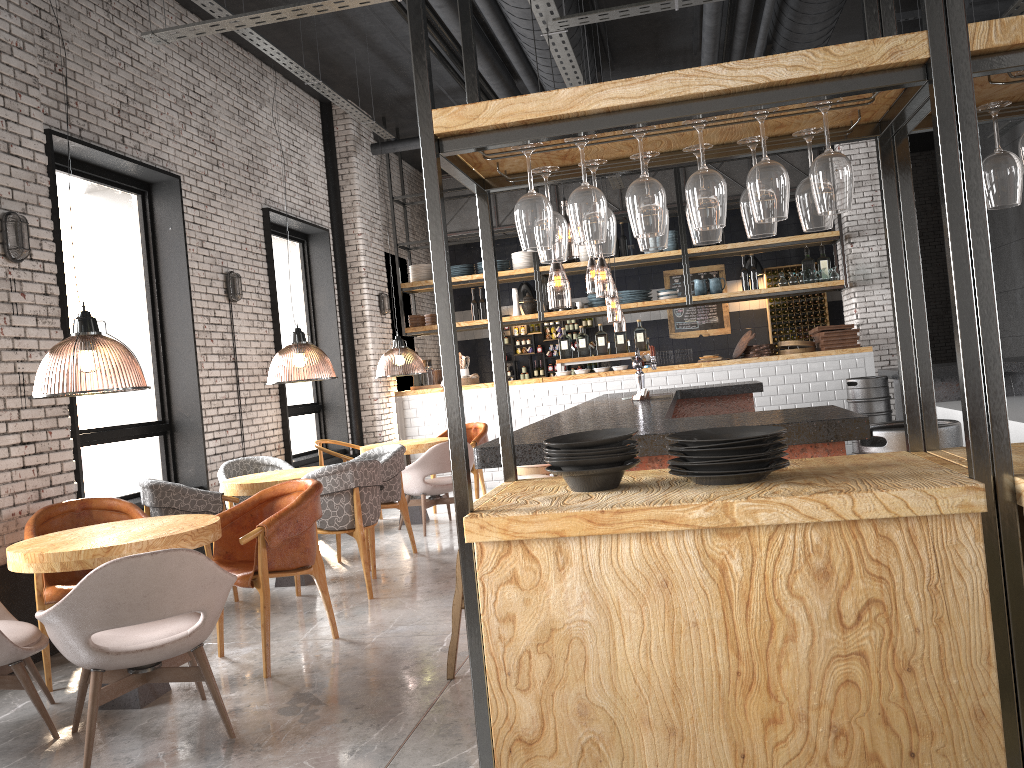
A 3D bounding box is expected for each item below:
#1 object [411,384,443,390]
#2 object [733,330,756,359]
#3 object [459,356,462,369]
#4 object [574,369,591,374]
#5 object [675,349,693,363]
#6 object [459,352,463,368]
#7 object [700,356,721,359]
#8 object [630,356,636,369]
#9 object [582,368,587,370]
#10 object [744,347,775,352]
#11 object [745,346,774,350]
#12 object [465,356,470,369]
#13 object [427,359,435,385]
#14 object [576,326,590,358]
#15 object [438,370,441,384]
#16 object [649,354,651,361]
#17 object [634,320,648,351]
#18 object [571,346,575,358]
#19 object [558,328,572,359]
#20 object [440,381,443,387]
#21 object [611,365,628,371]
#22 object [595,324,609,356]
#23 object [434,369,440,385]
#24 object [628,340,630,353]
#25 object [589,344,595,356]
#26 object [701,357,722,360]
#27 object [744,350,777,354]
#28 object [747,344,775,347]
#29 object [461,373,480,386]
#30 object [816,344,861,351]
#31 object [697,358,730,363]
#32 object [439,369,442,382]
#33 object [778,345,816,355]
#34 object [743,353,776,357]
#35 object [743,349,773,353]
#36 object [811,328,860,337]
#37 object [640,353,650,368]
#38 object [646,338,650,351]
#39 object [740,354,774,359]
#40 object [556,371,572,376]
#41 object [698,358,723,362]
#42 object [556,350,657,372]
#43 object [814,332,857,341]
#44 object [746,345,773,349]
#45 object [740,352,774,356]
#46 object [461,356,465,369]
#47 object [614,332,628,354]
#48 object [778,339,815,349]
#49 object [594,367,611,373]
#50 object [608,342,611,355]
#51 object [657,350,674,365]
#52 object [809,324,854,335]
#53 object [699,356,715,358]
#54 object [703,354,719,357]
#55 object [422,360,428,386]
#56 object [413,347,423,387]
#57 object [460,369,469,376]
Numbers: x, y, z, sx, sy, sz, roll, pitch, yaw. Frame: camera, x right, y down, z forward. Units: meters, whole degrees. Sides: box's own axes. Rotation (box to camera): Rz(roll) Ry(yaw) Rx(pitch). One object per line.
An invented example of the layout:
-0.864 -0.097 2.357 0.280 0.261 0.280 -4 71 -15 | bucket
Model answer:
-1.084 0.040 11.733 0.411 0.050 0.411 -5 0 10 | object
2.823 -0.478 10.814 0.242 0.338 0.488 -6 0 -3 | object
-0.669 -0.189 11.644 0.087 0.356 0.026 -6 -1 34 | object
0.879 -0.154 11.051 0.216 0.059 0.324 -5 0 11 | object
2.147 -0.351 11.078 0.181 0.168 0.170 -6 0 -9 | object
-0.666 -0.274 11.673 0.017 0.289 0.090 -5 -1 -42 | object
2.463 -0.329 10.962 0.229 0.016 0.557 -5 1 17 | object
1.527 -0.269 10.956 0.112 0.165 0.122 -5 0 -45 | object
0.892 -0.177 10.958 0.043 0.023 0.202 -6 0 -17 | object
3.009 -0.420 10.885 0.458 0.019 0.406 -6 1 -36 | object
3.033 -0.438 10.881 0.407 0.019 0.457 -6 1 -36 | object
-0.598 -0.187 11.609 0.123 0.358 0.076 -6 -1 27 | object
-1.066 -0.138 11.624 0.070 0.368 0.107 -6 -1 10 | object
0.909 -0.545 11.379 0.154 0.404 0.154 -6 -1 11 | object
-0.964 -0.074 11.683 0.056 0.249 0.056 -5 -1 -26 | object
1.676 -0.283 10.984 0.122 0.165 0.112 -5 0 -24 | object
1.627 -0.613 11.243 0.154 0.404 0.154 -6 -1 11 | object
0.779 -0.411 11.332 0.032 0.164 0.080 -5 0 -17 | object
0.684 -0.523 11.433 0.154 0.404 0.154 -6 -1 11 | object
-0.778 -0.030 11.472 0.283 0.111 0.187 -6 0 -42 | object
1.340 -0.198 10.964 0.216 0.060 0.324 -5 0 11 | object
1.147 -0.567 11.339 0.154 0.404 0.154 -6 -1 11 | object
-0.981 -0.072 11.598 0.056 0.249 0.056 -5 -1 -26 | object
1.477 -0.477 11.191 0.024 0.164 0.062 -6 -1 2 | object
1.014 -0.433 11.301 0.077 0.164 0.039 -5 -1 -34 | object
2.455 -0.315 10.962 0.214 0.013 0.521 -5 0 7 | object
3.022 -0.389 10.885 0.458 0.019 0.406 -6 1 -20 | object
3.007 -0.468 10.886 0.458 0.019 0.406 -6 1 -32 | object
-0.643 -0.042 11.496 0.437 0.157 0.419 -6 0 -16 | object
3.897 -0.436 10.656 0.405 0.044 0.636 -5 0 7 | object
2.501 -0.290 10.912 0.458 0.019 0.406 -6 1 -37 | object
-0.947 -0.076 11.768 0.056 0.249 0.056 -5 -1 -26 | object
3.452 -0.420 10.757 0.436 0.097 0.437 -5 1 36 | object
3.052 -0.359 10.872 0.407 0.019 0.458 -6 1 -16 | object
2.993 -0.402 10.876 0.406 0.019 0.458 -5 1 25 | object
3.880 -0.612 10.658 0.405 0.044 0.636 -5 0 5 | object
1.640 -0.291 10.862 0.128 0.189 0.123 -6 0 20 | object
1.714 -0.500 11.141 0.034 0.164 0.061 -6 -1 44 | object
3.038 -0.342 10.882 0.407 0.019 0.457 -6 1 -43 | object
0.654 -0.131 11.109 0.216 0.056 0.324 -5 0 11 | object
2.464 -0.303 10.966 0.276 0.019 0.514 -5 1 16 | object
1.226 -0.095 11.327 1.249 0.551 0.315 -5 0 11 | object
3.884 -0.568 10.658 0.405 0.044 0.636 -5 0 12 | object
3.026 -0.454 10.884 0.457 0.019 0.407 -5 1 45 | object
3.031 -0.373 10.884 0.457 0.019 0.407 -5 1 40 | object
-0.628 -0.188 11.567 0.033 0.370 0.137 -5 -1 -22 | object
1.384 -0.590 11.288 0.154 0.404 0.154 -6 -1 11 | object
3.449 -0.487 10.760 0.440 0.154 0.436 -6 0 -32 | object
1.116 -0.175 11.025 0.216 0.056 0.324 -5 0 11 | object
1.241 -0.455 11.262 0.031 0.164 0.046 -6 -1 36 | object
1.907 -0.327 11.033 0.181 0.168 0.170 -6 0 21 | object
3.813 -0.650 10.607 0.406 0.094 0.636 -5 0 9 | object
2.415 -0.336 10.877 0.172 0.010 0.368 -5 1 21 | object
2.439 -0.347 10.803 0.184 0.011 0.254 -5 1 33 | object
-1.130 -0.132 11.636 0.070 0.368 0.107 -6 -1 10 | object
-1.242 -0.215 11.644 0.106 0.554 0.157 -6 -1 10 | object
-0.621 -0.094 11.616 0.129 0.204 0.129 -5 0 -43 | object
